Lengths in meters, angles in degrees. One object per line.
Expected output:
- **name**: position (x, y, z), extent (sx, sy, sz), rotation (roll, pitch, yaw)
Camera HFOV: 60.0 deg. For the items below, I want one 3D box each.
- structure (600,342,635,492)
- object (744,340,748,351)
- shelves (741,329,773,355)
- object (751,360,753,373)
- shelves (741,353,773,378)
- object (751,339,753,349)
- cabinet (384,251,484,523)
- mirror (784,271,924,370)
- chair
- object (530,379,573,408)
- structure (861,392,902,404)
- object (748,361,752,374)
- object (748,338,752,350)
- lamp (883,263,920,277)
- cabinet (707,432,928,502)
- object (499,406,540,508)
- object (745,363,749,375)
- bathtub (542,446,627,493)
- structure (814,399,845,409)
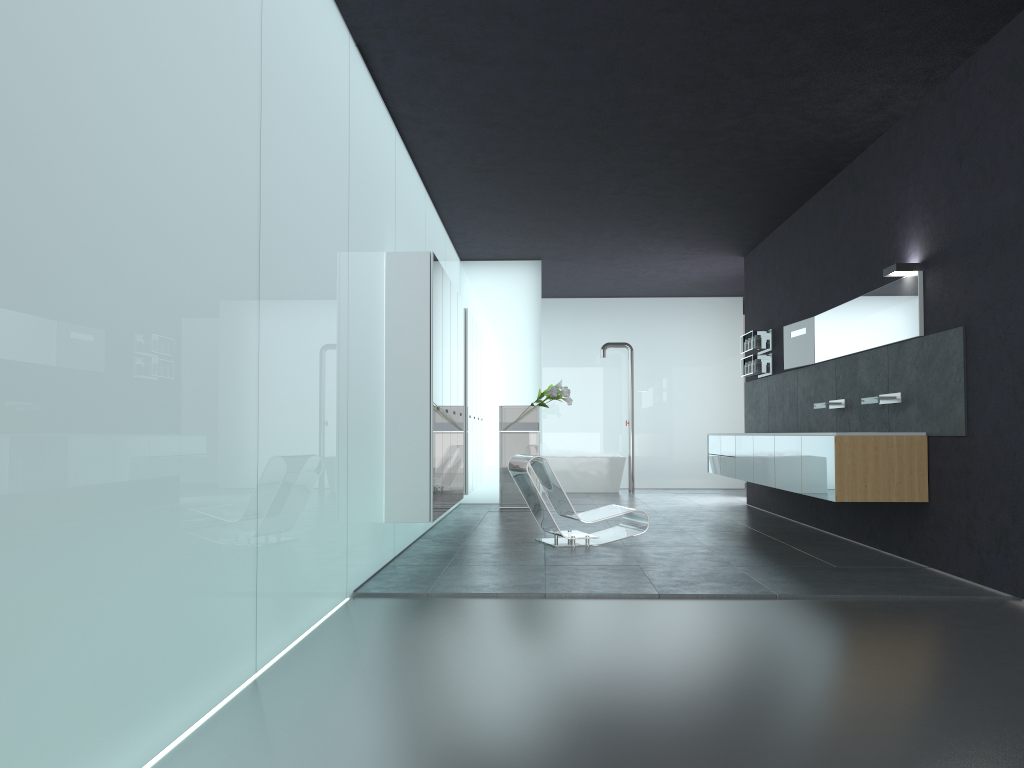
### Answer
- **structure**: position (1.989, 0.645, 16.738), extent (0.643, 2.869, 0.123), rotation (0, -2, 2)
- **object**: position (3.358, -0.538, 12.621), extent (0.096, 0.184, 0.068), rotation (0, -2, -6)
- **shelves**: position (3.397, -0.577, 12.340), extent (0.265, 0.285, 0.770), rotation (0, -3, 2)
- **object**: position (3.344, -0.234, 12.207), extent (0.096, 0.184, 0.068), rotation (0, -2, 0)
- **shelves**: position (3.398, -0.250, 12.329), extent (0.265, 0.285, 0.770), rotation (0, -3, 2)
- **object**: position (3.344, -0.561, 12.219), extent (0.096, 0.184, 0.068), rotation (0, -2, 0)
- **cabinet**: position (-0.733, 0.190, 10.232), extent (0.398, 2.213, 6.010), rotation (0, -3, 2)
- **mirror**: position (3.376, -0.548, 9.052), extent (0.109, 0.532, 3.726), rotation (0, -3, 1)
- **chair**: position (0.653, 1.135, 8.801), extent (1.261, 0.870, 0.629), rotation (1, -3, -16)
- **object**: position (0.385, 0.297, 13.014), extent (1.024, 0.779, 0.975), rotation (0, -3, -6)
- **structure**: position (3.251, 0.130, 7.831), extent (0.186, 0.088, 0.482), rotation (0, -3, 2)
- **object**: position (3.351, -0.223, 12.396), extent (0.096, 0.184, 0.068), rotation (-1, -2, 11)
- **object**: position (3.351, -0.550, 12.407), extent (0.096, 0.184, 0.068), rotation (-1, -2, 11)
- **lamp**: position (3.246, -0.950, 7.393), extent (0.198, 0.066, 0.277), rotation (0, -3, 2)
- **cabinet**: position (3.061, 0.825, 9.893), extent (0.734, 0.556, 5.588), rotation (0, -3, 2)
- **object**: position (0.115, 1.074, 13.147), extent (0.585, 1.490, 0.575), rotation (0, -2, 2)
- **object**: position (3.359, -0.211, 12.610), extent (0.096, 0.184, 0.068), rotation (0, -2, -6)
- **bathtub**: position (1.132, 1.599, 16.737), extent (1.977, 0.858, 0.961), rotation (0, -3, 2)
- **structure**: position (3.302, 0.210, 9.248), extent (0.186, 0.088, 0.482), rotation (0, -3, 2)
